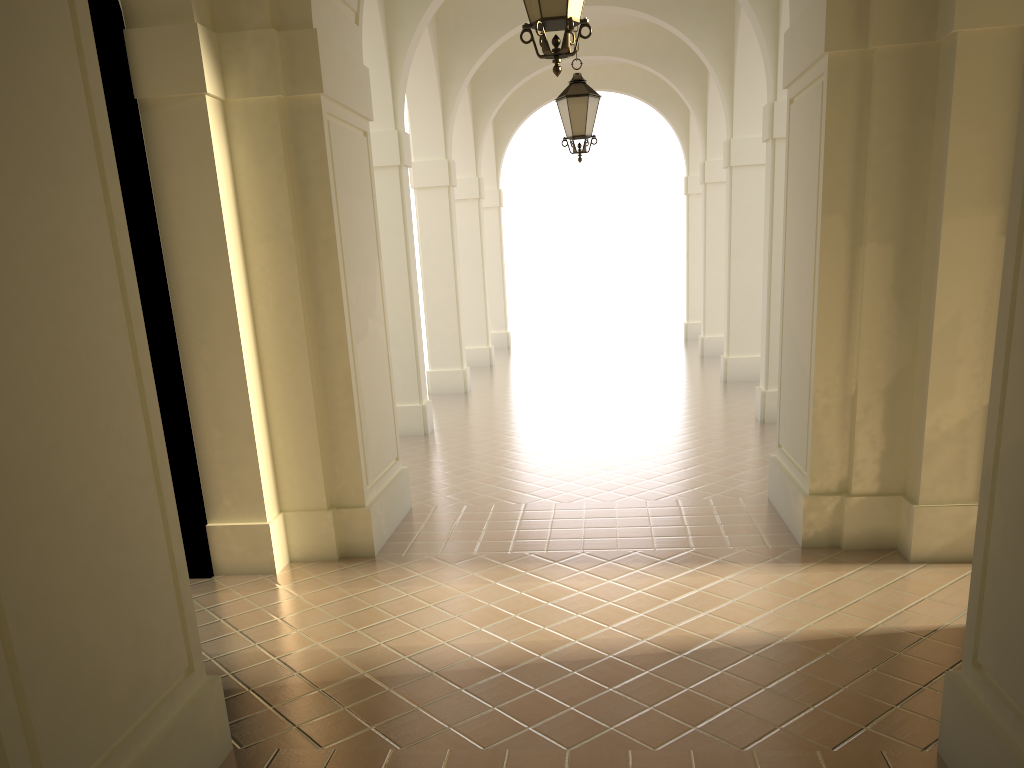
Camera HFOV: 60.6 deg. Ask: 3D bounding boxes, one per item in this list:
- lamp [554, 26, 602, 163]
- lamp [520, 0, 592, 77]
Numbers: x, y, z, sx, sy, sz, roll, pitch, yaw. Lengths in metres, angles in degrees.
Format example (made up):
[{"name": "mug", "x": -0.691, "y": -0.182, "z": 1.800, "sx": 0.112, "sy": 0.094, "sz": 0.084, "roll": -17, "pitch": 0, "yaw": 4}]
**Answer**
[{"name": "lamp", "x": 0.654, "y": -4.079, "z": 9.135, "sx": 0.510, "sy": 3.454, "sz": 0.423, "roll": -1, "pitch": 16, "yaw": 6}, {"name": "lamp", "x": 0.157, "y": -3.344, "z": 4.338, "sx": 0.438, "sy": 3.454, "sz": 0.493, "roll": -10, "pitch": 18, "yaw": -23}]
